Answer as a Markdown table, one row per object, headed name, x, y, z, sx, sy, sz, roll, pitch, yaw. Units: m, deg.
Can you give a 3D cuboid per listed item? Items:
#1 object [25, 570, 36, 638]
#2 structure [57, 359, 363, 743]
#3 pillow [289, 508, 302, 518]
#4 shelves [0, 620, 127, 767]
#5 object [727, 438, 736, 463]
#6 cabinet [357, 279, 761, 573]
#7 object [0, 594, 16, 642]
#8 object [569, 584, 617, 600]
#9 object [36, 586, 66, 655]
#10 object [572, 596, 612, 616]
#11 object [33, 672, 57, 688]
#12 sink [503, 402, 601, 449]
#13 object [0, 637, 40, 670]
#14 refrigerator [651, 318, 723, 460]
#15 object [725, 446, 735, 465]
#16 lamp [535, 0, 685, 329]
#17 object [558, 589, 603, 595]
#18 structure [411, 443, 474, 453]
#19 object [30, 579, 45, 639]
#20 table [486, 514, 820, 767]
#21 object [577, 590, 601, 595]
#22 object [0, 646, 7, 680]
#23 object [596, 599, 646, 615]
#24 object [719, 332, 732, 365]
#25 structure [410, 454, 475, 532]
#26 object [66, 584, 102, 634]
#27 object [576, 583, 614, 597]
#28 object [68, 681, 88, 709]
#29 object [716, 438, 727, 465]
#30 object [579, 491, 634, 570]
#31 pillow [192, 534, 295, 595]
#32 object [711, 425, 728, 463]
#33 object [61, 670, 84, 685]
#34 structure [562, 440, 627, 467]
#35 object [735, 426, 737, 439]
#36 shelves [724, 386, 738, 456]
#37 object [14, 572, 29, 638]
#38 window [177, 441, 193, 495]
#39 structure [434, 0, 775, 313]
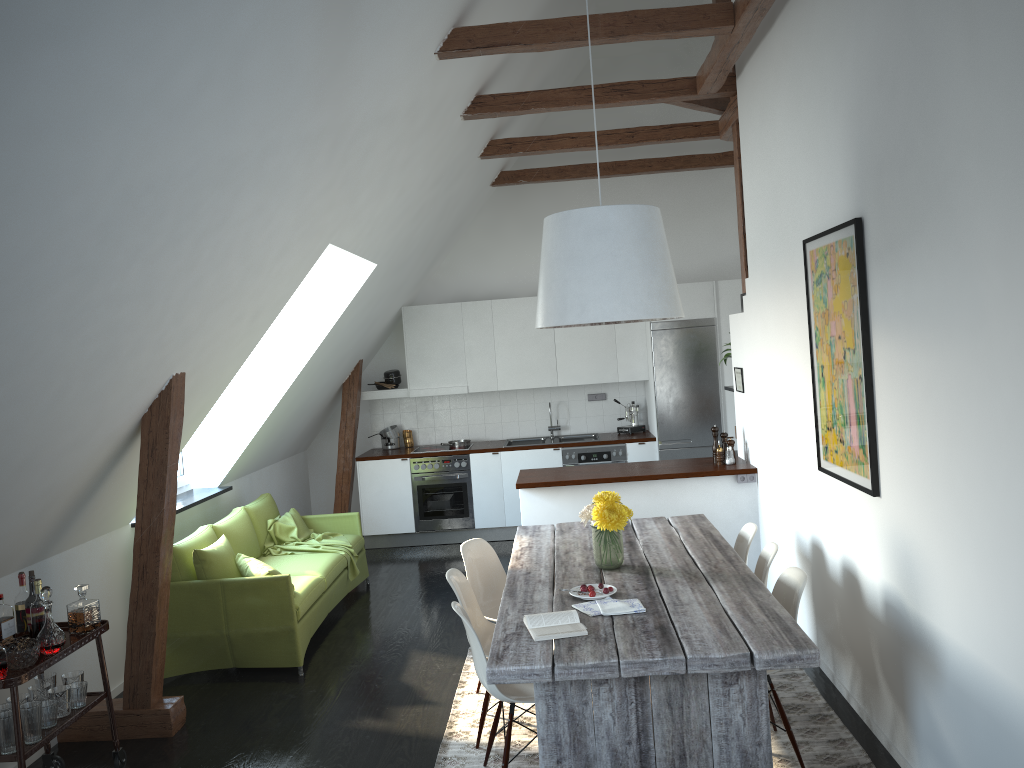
| name | x | y | z | sx | sy | sz | roll | pitch | yaw |
| --- | --- | --- | --- | --- | --- | --- | --- | --- | --- |
| object | -2.125 | 0.995 | 3.948 | 0.080 | 0.329 | 0.080 | -4 | 2 | -6 |
| structure | -2.238 | 0.955 | 2.814 | 1.023 | 1.963 | 12.350 | -4 | 2 | 3 |
| pillow | -1.765 | 1.169 | 7.135 | 0.210 | 0.275 | 0.462 | -4 | 2 | 1 |
| shelves | -2.069 | 1.504 | 3.844 | 0.438 | 0.732 | 0.803 | -4 | 2 | -1 |
| object | 1.598 | 0.485 | 6.457 | 0.058 | 0.184 | 0.058 | -4 | 2 | 0 |
| cabinet | 0.515 | 0.343 | 7.758 | 4.208 | 2.369 | 3.033 | -4 | 2 | 3 |
| object | -2.217 | 1.043 | 3.855 | 0.067 | 0.257 | 0.099 | -4 | 2 | 8 |
| object | 0.348 | 0.896 | 3.802 | 0.205 | 0.024 | 0.205 | -4 | 2 | -5 |
| object | -1.982 | 1.009 | 3.795 | 0.114 | 0.292 | 0.114 | -5 | 3 | -25 |
| object | 0.359 | 0.907 | 3.621 | 0.182 | 0.014 | 0.185 | -5 | 2 | -23 |
| object | -2.150 | 1.404 | 4.093 | 0.095 | 0.119 | 0.095 | -6 | 3 | -35 |
| sink | 0.396 | 0.456 | 8.927 | 0.963 | 0.519 | 0.671 | -4 | 2 | 3 |
| object | -2.048 | 1.118 | 3.671 | 0.245 | 0.092 | 0.151 | -3 | 3 | 32 |
| refrigerator | 1.689 | 0.324 | 8.448 | 0.609 | 1.868 | 0.031 | -4 | 2 | 3 |
| object | 1.567 | 0.514 | 6.390 | 0.069 | 0.135 | 0.069 | -5 | 2 | -22 |
| lamp | 0.376 | -1.688 | 4.121 | 0.757 | 2.813 | 0.697 | -6 | 3 | -37 |
| object | 0.292 | 0.890 | 3.798 | 0.194 | 0.022 | 0.019 | -3 | 2 | 19 |
| structure | -0.693 | 0.663 | 8.919 | 0.574 | 0.041 | 0.504 | -4 | 2 | 3 |
| object | -2.063 | 1.006 | 3.884 | 0.081 | 0.307 | 0.081 | -4 | 2 | 9 |
| table | 0.566 | 1.266 | 4.223 | 1.141 | 0.788 | 2.421 | -4 | 2 | 3 |
| object | 0.331 | 0.894 | 3.801 | 0.110 | 0.011 | 0.058 | -4 | 2 | 7 |
| object | -2.066 | 1.069 | 3.513 | 0.087 | 0.206 | 0.087 | -3 | 3 | 28 |
| object | 0.441 | 0.900 | 3.600 | 0.182 | 0.016 | 0.179 | -4 | 2 | -2 |
| object | 1.891 | -0.233 | 7.042 | 0.493 | 0.486 | 0.506 | -3 | 2 | 23 |
| structure | -0.659 | 1.053 | 8.949 | 0.583 | 0.725 | 0.749 | -4 | 2 | 3 |
| object | -1.980 | 1.036 | 4.096 | 0.101 | 0.211 | 0.101 | -3 | 2 | 18 |
| object | 0.361 | 0.883 | 3.811 | 0.132 | 0.034 | 0.144 | -5 | 3 | -25 |
| object | -1.959 | 1.404 | 3.997 | 0.092 | 0.099 | 0.092 | -5 | 2 | -19 |
| object | 1.518 | 0.487 | 6.434 | 0.080 | 0.192 | 0.058 | -5 | 2 | -13 |
| object | 0.460 | 0.697 | 4.253 | 0.233 | 0.365 | 0.293 | -5 | 3 | -26 |
| pillow | -1.655 | 1.161 | 5.600 | 0.600 | 0.387 | 0.475 | -4 | 2 | 0 |
| object | 1.530 | 0.438 | 6.515 | 0.123 | 0.283 | 0.061 | -4 | 2 | 3 |
| object | -2.021 | 1.395 | 4.088 | 0.095 | 0.119 | 0.095 | -6 | 3 | -35 |
| structure | 0.825 | 0.945 | 8.781 | 0.612 | 0.725 | 0.582 | -4 | 2 | 3 |
| object | 1.951 | 0.385 | 7.006 | 0.287 | 0.101 | 0.329 | -4 | 2 | -2 |
| shelves | 2.054 | 0.280 | 6.963 | 0.660 | 0.553 | 0.408 | -4 | 2 | 3 |
| object | -2.223 | 1.010 | 4.045 | 0.081 | 0.308 | 0.081 | -4 | 2 | -5 |
| window | 0.019 | -1.321 | 2.751 | 5.959 | 4.249 | 8.018 | -4 | 2 | 3 |
| structure | 2.523 | -2.117 | 0.752 | 10.230 | 3.562 | 15.910 | -4 | 2 | 9 |
